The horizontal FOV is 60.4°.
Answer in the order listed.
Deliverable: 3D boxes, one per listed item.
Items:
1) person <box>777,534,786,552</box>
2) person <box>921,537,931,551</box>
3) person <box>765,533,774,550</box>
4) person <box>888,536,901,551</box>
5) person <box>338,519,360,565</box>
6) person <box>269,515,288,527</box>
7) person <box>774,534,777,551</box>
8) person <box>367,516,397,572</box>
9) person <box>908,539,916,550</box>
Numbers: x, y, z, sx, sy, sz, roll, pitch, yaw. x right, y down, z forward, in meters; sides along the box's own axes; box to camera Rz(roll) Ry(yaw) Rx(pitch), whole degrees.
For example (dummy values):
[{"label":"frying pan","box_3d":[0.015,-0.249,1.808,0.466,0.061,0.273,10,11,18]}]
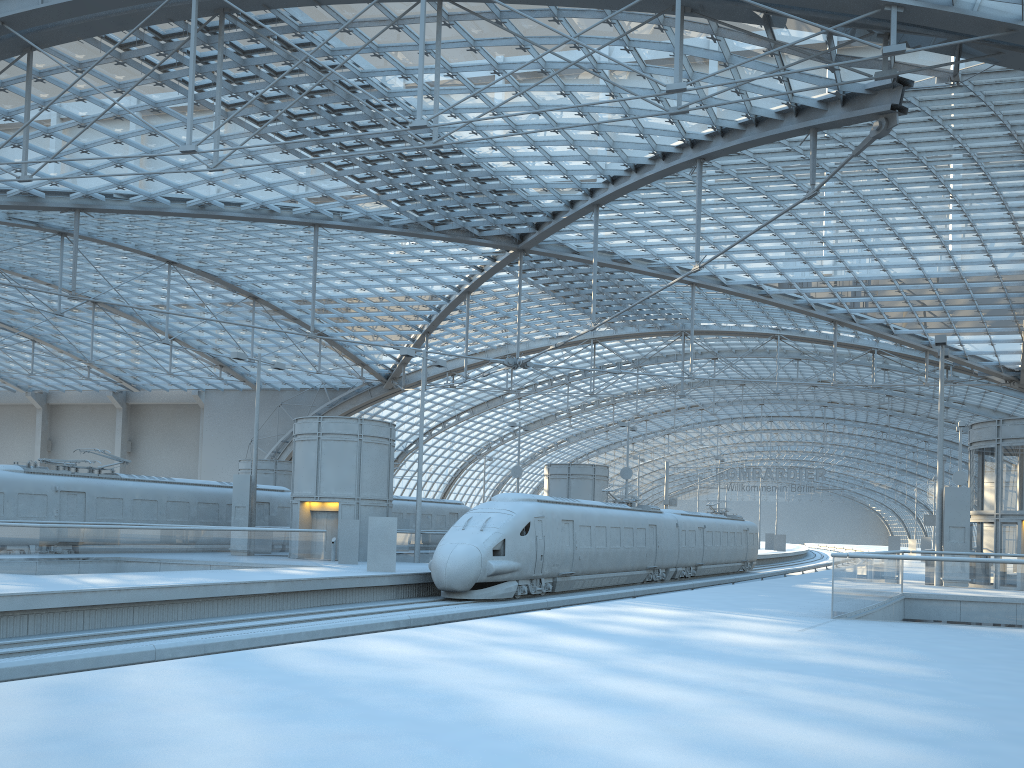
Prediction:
[{"label":"person","box_3d":[26.466,15.635,86.226,0.827,1.726,0.001,0,-2,27]},{"label":"person","box_3d":[28.437,11.412,60.456,0.068,1.801,0.784,3,-3,-31]},{"label":"person","box_3d":[27.583,16.931,94.384,0.900,1.793,0.001,0,-2,22]},{"label":"person","box_3d":[27.345,11.762,62.774,0.001,1.792,0.902,3,-3,-37]},{"label":"person","box_3d":[-5.704,5.554,30.806,0.710,1.606,0.001,2,-2,6]},{"label":"person","box_3d":[-10.375,6.704,38.949,0.827,1.726,0.001,2,-2,1]},{"label":"person","box_3d":[27.232,16.236,89.823,0.875,1.699,0.001,0,-2,27]},{"label":"person","box_3d":[-3.915,4.881,26.635,0.875,1.699,0.001,2,-2,1]},{"label":"person","box_3d":[30.583,12.664,67.115,0.001,1.606,0.811,2,-3,-17]}]
